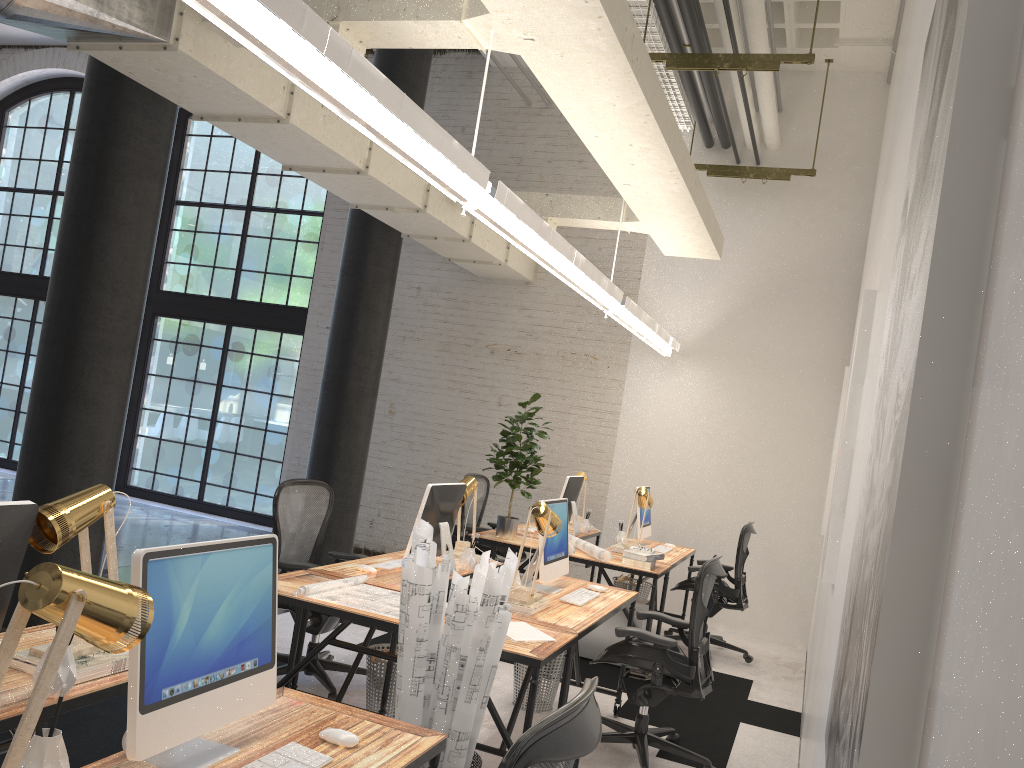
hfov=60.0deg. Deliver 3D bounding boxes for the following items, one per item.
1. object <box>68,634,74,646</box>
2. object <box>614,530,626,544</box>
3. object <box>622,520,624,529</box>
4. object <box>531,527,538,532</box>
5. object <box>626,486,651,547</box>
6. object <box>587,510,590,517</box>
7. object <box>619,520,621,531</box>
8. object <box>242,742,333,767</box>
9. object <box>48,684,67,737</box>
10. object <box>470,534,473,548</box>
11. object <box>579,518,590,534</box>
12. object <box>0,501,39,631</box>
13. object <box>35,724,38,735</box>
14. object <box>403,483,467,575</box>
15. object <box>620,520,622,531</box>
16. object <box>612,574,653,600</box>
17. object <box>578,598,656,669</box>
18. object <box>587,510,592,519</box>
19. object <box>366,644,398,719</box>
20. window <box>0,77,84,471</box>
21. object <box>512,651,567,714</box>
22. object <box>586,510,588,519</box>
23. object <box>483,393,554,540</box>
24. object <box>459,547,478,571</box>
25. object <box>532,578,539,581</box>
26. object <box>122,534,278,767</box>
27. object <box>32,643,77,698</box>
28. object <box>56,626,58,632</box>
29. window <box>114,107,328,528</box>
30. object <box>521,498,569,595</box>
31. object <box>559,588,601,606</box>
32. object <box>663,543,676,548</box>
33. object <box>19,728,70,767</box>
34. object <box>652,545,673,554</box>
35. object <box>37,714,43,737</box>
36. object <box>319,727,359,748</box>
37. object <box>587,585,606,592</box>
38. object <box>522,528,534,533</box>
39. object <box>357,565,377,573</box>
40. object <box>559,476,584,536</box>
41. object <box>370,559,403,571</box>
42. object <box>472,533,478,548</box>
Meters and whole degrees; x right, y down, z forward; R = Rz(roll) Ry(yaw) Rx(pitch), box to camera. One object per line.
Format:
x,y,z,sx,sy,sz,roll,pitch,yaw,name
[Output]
-1.129,0.680,2.240,0.054,0.207,0.008,9,-2,7,object
0.860,1.220,6.986,0.101,0.126,0.101,10,-2,-25,object
0.864,1.178,7.002,0.008,0.207,0.054,9,-2,3,object
0.241,1.191,7.311,0.118,0.017,0.439,8,-3,20,object
1.054,1.082,7.289,0.189,0.485,0.484,8,-2,20,object
0.625,1.164,7.527,0.054,0.207,0.008,9,-2,-15,object
0.853,1.176,6.981,0.054,0.207,0.008,9,-2,7,object
-0.546,0.853,1.905,0.118,0.017,0.439,8,-3,20,object
-0.899,0.693,1.723,0.008,0.207,0.054,9,-2,3,object
-0.234,0.939,4.963,0.008,0.207,0.054,9,-2,3,object
0.615,1.204,7.512,0.101,0.126,0.101,10,-2,-25,object
-1.287,0.503,1.940,0.189,0.485,0.484,8,-2,20,object
-0.910,0.691,1.702,0.054,0.207,0.008,9,-2,7,object
-0.382,0.765,4.684,0.189,0.485,0.484,8,-2,20,object
0.863,1.177,6.973,0.054,0.207,0.008,9,-2,-15,object
1.007,1.847,7.590,0.353,0.435,0.359,8,-2,16,object
0.714,1.739,6.336,0.543,0.454,0.221,8,-2,20,object
0.635,1.166,7.519,0.054,0.207,0.008,9,-2,7,object
-0.567,1.480,4.341,0.353,0.435,0.359,8,-2,16,object
-6.086,-1.420,11.477,2.489,5.177,0.138,8,-2,20,window
0.150,1.624,5.055,0.353,0.435,0.359,8,-2,16,object
0.624,1.162,7.498,0.008,0.207,0.054,9,-2,3,object
0.029,0.587,6.487,0.438,1.077,0.514,9,-2,10,object
-0.243,0.981,4.977,0.101,0.126,0.101,10,-2,-25,object
0.291,1.703,6.876,0.353,0.435,0.359,8,-2,16,object
-0.709,0.596,2.010,0.189,0.485,0.484,8,-2,20,object
-1.149,0.719,2.233,0.101,0.126,0.101,10,-2,-25,object
-1.140,0.677,2.219,0.008,0.207,0.054,9,-2,3,object
-3.277,-1.023,10.468,2.489,5.177,0.138,8,-2,20,window
0.197,0.858,4.754,0.189,0.485,0.484,8,-2,20,object
0.359,1.115,4.648,0.118,0.017,0.439,8,-3,20,object
1.332,1.363,7.490,0.106,0.029,0.059,8,-2,21,object
-0.903,0.734,1.707,0.101,0.126,0.101,10,-2,-25,object
1.217,1.339,7.184,0.118,0.017,0.439,8,-3,20,object
-0.901,0.692,1.694,0.054,0.207,0.008,9,-2,-15,object
-0.431,0.878,2.211,0.106,0.029,0.059,8,-2,21,object
0.474,1.140,4.955,0.106,0.029,0.059,8,-2,21,object
0.128,1.153,7.005,0.106,0.029,0.059,8,-2,21,object
-0.730,0.930,4.470,0.106,0.029,0.059,8,-2,21,object
0.476,0.988,7.219,0.189,0.485,0.484,8,-2,20,object
-0.617,0.968,4.776,0.118,0.017,0.439,8,-3,20,object
-0.233,0.941,4.992,0.054,0.207,0.008,9,-2,-15,object
